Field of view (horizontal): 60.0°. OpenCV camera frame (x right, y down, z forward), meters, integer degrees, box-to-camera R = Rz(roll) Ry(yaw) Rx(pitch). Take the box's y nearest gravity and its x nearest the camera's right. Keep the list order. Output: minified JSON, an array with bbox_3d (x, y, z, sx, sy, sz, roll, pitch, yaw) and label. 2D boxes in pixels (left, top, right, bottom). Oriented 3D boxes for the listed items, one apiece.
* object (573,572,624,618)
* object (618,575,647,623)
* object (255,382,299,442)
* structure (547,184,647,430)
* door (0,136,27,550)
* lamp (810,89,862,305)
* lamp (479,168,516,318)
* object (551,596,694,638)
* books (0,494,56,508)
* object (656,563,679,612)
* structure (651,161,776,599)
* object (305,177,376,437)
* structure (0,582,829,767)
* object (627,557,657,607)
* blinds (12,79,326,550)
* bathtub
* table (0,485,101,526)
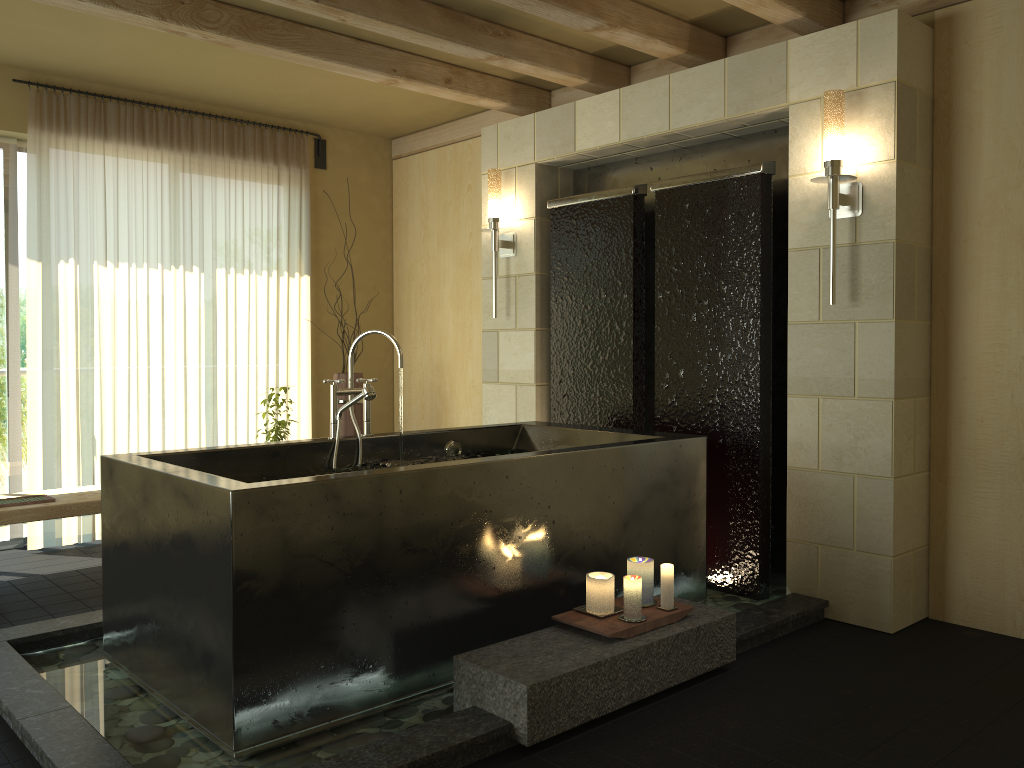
[{"bbox_3d":[0.298,0.707,3.000,0.131,0.124,0.131,-2,3,-42],"label":"object"},{"bbox_3d":[0.397,0.703,2.914,0.091,0.140,0.091,1,2,43],"label":"object"},{"bbox_3d":[-1.380,0.454,5.212,0.242,0.929,0.266,0,2,-4],"label":"object"},{"bbox_3d":[0.435,0.017,4.693,0.094,2.067,0.641,-1,2,-42],"label":"structure"},{"bbox_3d":[-3.055,-0.208,4.811,1.037,2.332,0.063,-2,2,-43],"label":"door"},{"bbox_3d":[1.277,-0.734,3.514,0.188,0.837,0.176,-2,2,-42],"label":"lamp"},{"bbox_3d":[-0.092,-0.792,5.026,0.188,0.837,0.176,-2,2,-42],"label":"lamp"},{"bbox_3d":[0.380,0.785,3.001,0.441,0.031,0.254,-2,3,-42],"label":"object"},{"bbox_3d":[-2.344,0.556,4.192,0.294,0.014,0.181,-2,3,-42],"label":"books"},{"bbox_3d":[0.530,0.692,3.027,0.056,0.151,0.056,-2,2,-42],"label":"object"},{"bbox_3d":[0.921,0.038,4.156,0.094,2.067,0.641,-1,2,-42],"label":"structure"},{"bbox_3d":[-1.078,-0.178,5.544,0.468,2.179,0.463,0,2,8],"label":"object"},{"bbox_3d":[0.034,1.092,3.760,3.801,0.636,1.973,-2,3,-42],"label":"structure"},{"bbox_3d":[0.448,0.688,3.092,0.112,0.154,0.112,2,2,43],"label":"object"},{"bbox_3d":[-1.981,-0.398,5.485,1.944,2.579,0.064,-2,2,-43],"label":"blinds"},{"bbox_3d":[-0.314,0.360,3.471,2.132,1.161,1.068,-2,3,-42],"label":"bathtub"},{"bbox_3d":[-2.187,0.753,4.436,1.125,0.400,0.513,-2,3,-42],"label":"table"}]
